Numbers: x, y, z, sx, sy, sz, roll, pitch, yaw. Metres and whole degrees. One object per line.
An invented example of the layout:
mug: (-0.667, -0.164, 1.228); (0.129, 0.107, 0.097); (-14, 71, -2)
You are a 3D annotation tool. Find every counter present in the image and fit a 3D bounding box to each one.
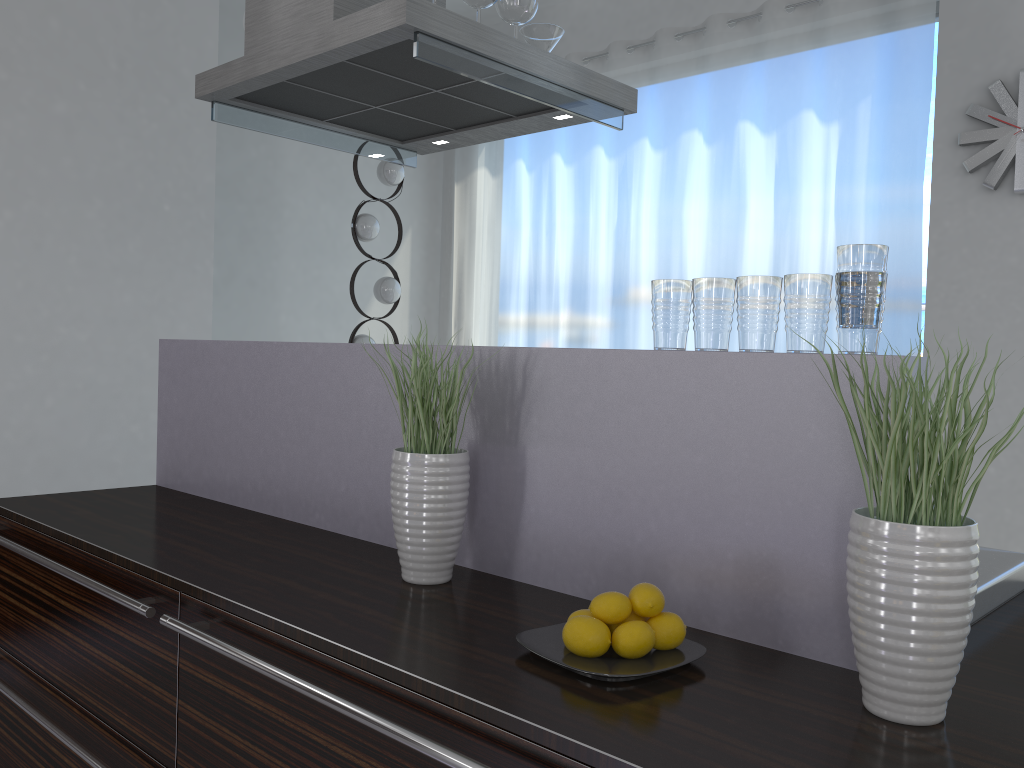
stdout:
counter: (0.228, 0.586, 1.734); (3.291, 1.300, 1.302); (4, 2, 43)

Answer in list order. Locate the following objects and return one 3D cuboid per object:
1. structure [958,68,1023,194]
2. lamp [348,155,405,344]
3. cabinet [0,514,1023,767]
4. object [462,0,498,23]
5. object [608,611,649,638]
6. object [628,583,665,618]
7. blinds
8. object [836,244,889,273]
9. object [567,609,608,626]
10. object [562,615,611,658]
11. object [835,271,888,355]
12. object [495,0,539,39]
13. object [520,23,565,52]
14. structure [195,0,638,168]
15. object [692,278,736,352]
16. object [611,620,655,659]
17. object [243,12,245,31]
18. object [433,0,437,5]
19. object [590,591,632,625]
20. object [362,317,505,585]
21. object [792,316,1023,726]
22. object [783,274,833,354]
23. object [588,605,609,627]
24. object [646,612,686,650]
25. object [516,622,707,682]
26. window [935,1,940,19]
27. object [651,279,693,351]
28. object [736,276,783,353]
structure: (2.096, -1.034, 3.623); (0.505, 0.505, 0.076); (4, 2, 43)
lamp: (-0.756, -1.215, 5.047); (0.180, 2.370, 0.367); (3, 2, 36)
cabinet: (0.212, 0.809, 1.734); (3.285, 0.852, 1.377); (4, 2, 43)
object: (-0.089, -1.006, 2.365); (0.125, 0.221, 0.125); (1, 2, -22)
object: (0.175, 0.357, 1.301); (0.057, 0.060, 0.071); (4, 2, 44)
object: (0.194, 0.313, 1.282); (0.053, 0.048, 0.063); (2, 2, 9)
blinds: (0.663, -0.418, 5.110); (3.245, 3.112, 0.120); (4, 2, 43)
object: (0.510, -0.141, 1.299); (0.071, 0.119, 0.072); (2, 2, -7)
object: (0.110, 0.358, 1.304); (0.053, 0.051, 0.063); (0, 2, -43)
object: (0.105, 0.355, 1.245); (0.070, 0.058, 0.060); (3, 2, 42)
object: (0.509, -0.102, 1.300); (0.071, 0.119, 0.072); (2, 2, -7)
object: (0.012, -1.006, 2.473); (0.125, 0.221, 0.125); (1, 2, -22)
object: (0.089, -0.987, 2.704); (0.137, 0.174, 0.137); (2, 2, 8)
structure: (-0.271, -1.397, 2.667); (0.981, 1.231, 0.915); (4, 2, 43)
object: (0.332, -0.113, 1.464); (0.071, 0.119, 0.072); (2, 2, -7)
object: (0.170, 0.358, 1.243); (0.061, 0.054, 0.052); (3, 2, 20)
object: (-0.761, -1.039, 2.719); (0.125, 0.221, 0.125); (1, 2, -22)
object: (-0.195, -1.006, 2.249); (0.125, 0.221, 0.125); (1, 2, -22)
object: (0.142, 0.322, 1.274); (0.053, 0.047, 0.061); (0, 2, -44)
object: (-0.175, 0.119, 1.663); (0.269, 0.502, 0.247); (4, 2, 43)
object: (0.493, 0.159, 1.076); (0.269, 0.502, 0.247); (2, 2, -4)
object: (0.450, -0.106, 1.355); (0.071, 0.119, 0.072); (2, 2, -7)
object: (0.142, 0.353, 1.350); (0.052, 0.054, 0.061); (2, 2, 0)
object: (0.219, 0.354, 1.273); (0.063, 0.053, 0.051); (2, 2, -7)
object: (0.142, 0.383, 1.282); (0.232, 0.020, 0.232); (0, 2, -39)
window: (0.941, -0.597, 5.158); (3.000, 2.500, 0.100); (4, 2, 43)
object: (0.273, -0.116, 1.519); (0.072, 0.119, 0.071); (2, 2, 3)
object: (0.391, -0.109, 1.410); (0.071, 0.119, 0.072); (2, 2, -7)
